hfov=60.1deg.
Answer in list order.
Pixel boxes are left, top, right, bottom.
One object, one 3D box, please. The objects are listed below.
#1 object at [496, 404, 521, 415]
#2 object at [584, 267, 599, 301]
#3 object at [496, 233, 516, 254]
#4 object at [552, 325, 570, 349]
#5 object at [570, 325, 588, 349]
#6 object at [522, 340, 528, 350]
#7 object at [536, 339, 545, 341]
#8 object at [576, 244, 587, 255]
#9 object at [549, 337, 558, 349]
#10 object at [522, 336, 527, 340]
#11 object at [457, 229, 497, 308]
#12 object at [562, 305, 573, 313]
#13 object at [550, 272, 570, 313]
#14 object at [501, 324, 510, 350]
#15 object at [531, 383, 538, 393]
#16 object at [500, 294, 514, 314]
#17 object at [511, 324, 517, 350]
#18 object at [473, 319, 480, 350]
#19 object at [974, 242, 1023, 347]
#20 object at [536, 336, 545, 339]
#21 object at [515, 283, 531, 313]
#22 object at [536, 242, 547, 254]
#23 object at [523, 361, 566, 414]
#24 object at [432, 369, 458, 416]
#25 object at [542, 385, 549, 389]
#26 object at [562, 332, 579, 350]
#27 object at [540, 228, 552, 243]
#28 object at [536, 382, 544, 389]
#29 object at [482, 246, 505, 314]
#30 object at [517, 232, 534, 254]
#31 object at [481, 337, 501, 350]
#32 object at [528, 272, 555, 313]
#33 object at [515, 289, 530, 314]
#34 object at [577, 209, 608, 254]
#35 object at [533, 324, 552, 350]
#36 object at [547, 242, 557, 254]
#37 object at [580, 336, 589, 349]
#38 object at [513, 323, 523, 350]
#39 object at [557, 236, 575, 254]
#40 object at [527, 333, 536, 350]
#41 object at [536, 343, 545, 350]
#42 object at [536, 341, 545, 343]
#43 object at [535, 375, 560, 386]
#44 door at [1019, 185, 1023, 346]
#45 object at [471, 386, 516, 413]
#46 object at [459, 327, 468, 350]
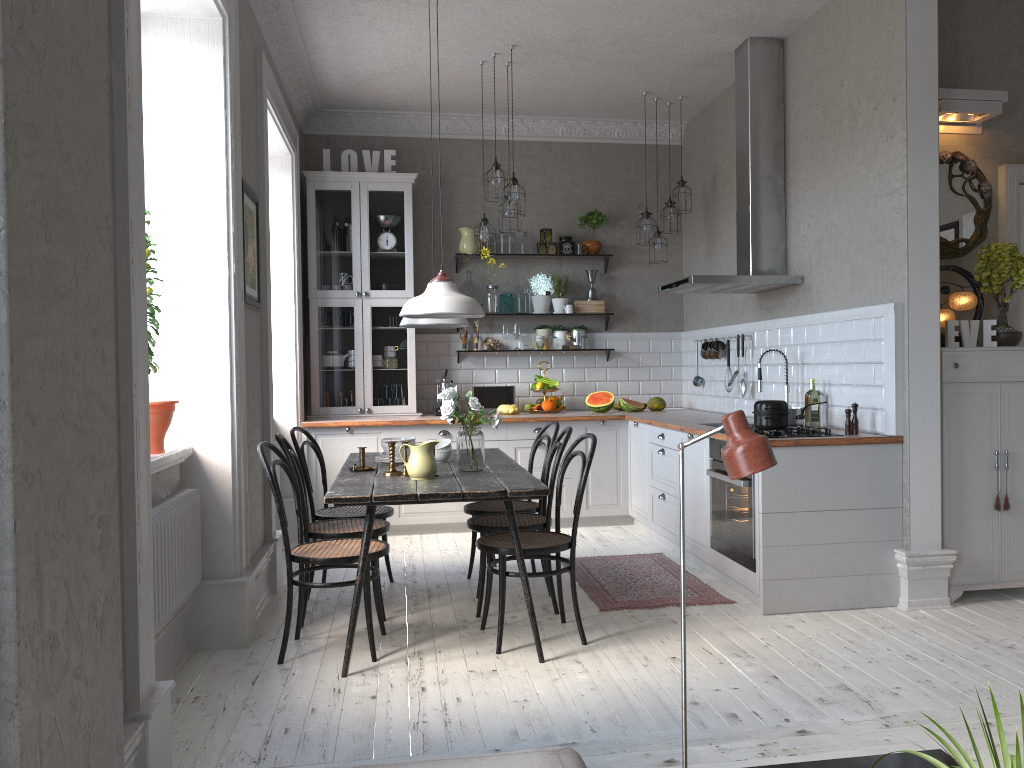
[{"bbox_3d":[-0.028,0.202,7.013,0.198,0.083,0.188,-1,1,-8],"label":"object"},{"bbox_3d":[0.675,-0.842,7.483,0.133,0.287,0.128,-1,1,-23],"label":"object"},{"bbox_3d":[-0.049,-1.151,7.335,0.169,0.184,0.175,0,1,31],"label":"object"},{"bbox_3d":[0.408,-0.394,7.485,0.171,0.214,0.149,0,1,21],"label":"object"},{"bbox_3d":[0.571,-0.396,7.520,0.160,0.213,0.151,-1,1,-11],"label":"object"},{"bbox_3d":[0.122,-0.326,7.421,0.077,0.083,0.078,-1,1,9],"label":"object"},{"bbox_3d":[0.235,-0.344,7.321,0.076,0.051,0.078,-1,1,10],"label":"object"},{"bbox_3d":[0.576,-1.118,7.381,0.094,0.096,0.074,-1,1,-8],"label":"object"},{"bbox_3d":[0.343,-0.341,7.394,0.078,0.108,0.077,-1,1,-15],"label":"object"},{"bbox_3d":[0.122,-0.359,7.421,0.077,0.083,0.078,-1,1,9],"label":"object"},{"bbox_3d":[-0.351,-0.910,7.236,0.341,0.674,0.331,-2,1,-40],"label":"object"},{"bbox_3d":[0.476,-0.621,7.364,0.104,0.071,0.063,0,1,21],"label":"object"},{"bbox_3d":[0.400,-0.774,7.413,0.166,0.380,0.188,0,1,42],"label":"object"},{"bbox_3d":[-0.054,-0.389,7.376,0.083,0.217,0.080,-1,1,-22],"label":"object"},{"bbox_3d":[0.201,0.030,7.222,0.097,0.078,0.099,-1,1,-21],"label":"object"},{"bbox_3d":[-0.046,-0.663,7.391,0.126,0.172,0.125,-1,1,-5],"label":"object"},{"bbox_3d":[0.033,-0.390,7.387,0.083,0.217,0.080,-1,1,-22],"label":"object"},{"bbox_3d":[-0.290,-0.405,7.321,0.052,0.264,0.062,0,1,28],"label":"object"},{"bbox_3d":[2.605,-0.471,4.682,0.292,0.553,0.346,0,1,26],"label":"object"},{"bbox_3d":[0.235,-0.370,7.320,0.078,0.051,0.076,-1,1,-23],"label":"object"},{"bbox_3d":[0.092,-0.712,7.475,0.132,0.264,0.131,-1,1,-3],"label":"object"},{"bbox_3d":[0.249,-1.121,7.379,0.083,0.113,0.082,-1,1,-8],"label":"object"},{"bbox_3d":[0.265,0.026,7.228,0.357,0.425,0.346,-1,1,-23],"label":"object"},{"bbox_3d":[-0.528,0.066,7.043,0.207,0.370,0.351,-1,1,-8],"label":"object"},{"bbox_3d":[0.265,0.037,7.172,0.064,0.061,0.066,-1,1,-9],"label":"object"},{"bbox_3d":[0.493,-0.360,7.411,0.121,0.147,0.098,-2,1,-41],"label":"object"},{"bbox_3d":[0.283,-1.234,7.370,0.084,0.113,0.081,-1,1,-28],"label":"object"},{"bbox_3d":[0.225,0.015,7.150,0.059,0.069,0.079,-1,1,11],"label":"object"},{"bbox_3d":[-0.171,-0.844,7.223,0.194,0.540,0.277,-1,1,-16],"label":"object"},{"bbox_3d":[0.116,-1.173,7.458,0.137,0.220,0.143,0,1,41],"label":"object"},{"bbox_3d":[-0.183,-0.332,7.315,0.180,0.111,0.094,-1,1,-31],"label":"object"},{"bbox_3d":[0.261,-0.761,7.442,0.243,0.354,0.236,-1,1,9],"label":"object"},{"bbox_3d":[0.088,-0.681,7.324,0.123,0.206,0.126,-1,1,14],"label":"object"},{"bbox_3d":[0.688,-1.271,7.450,0.258,0.397,0.244,-1,1,16],"label":"object"},{"bbox_3d":[0.254,-0.396,7.450,0.159,0.217,0.153,-1,1,-29],"label":"object"},{"bbox_3d":[0.337,-1.123,7.390,0.083,0.113,0.083,-1,1,2],"label":"object"},{"bbox_3d":[0.604,-0.346,7.412,0.078,0.108,0.077,-1,1,-15],"label":"object"},{"bbox_3d":[0.047,-0.389,7.299,0.083,0.217,0.080,-1,1,-22],"label":"object"},{"bbox_3d":[0.452,-1.156,7.459,0.143,0.174,0.141,-1,1,-8],"label":"object"},{"bbox_3d":[0.162,-0.353,7.352,0.080,0.139,0.077,-2,1,-36],"label":"object"},{"bbox_3d":[0.235,-0.310,7.321,0.078,0.051,0.076,-1,1,-16],"label":"object"},{"bbox_3d":[0.235,-0.327,7.321,0.078,0.051,0.076,-1,1,-16],"label":"object"},{"bbox_3d":[0.281,-0.030,7.203,0.211,0.101,0.067,-1,1,-3],"label":"object"},{"bbox_3d":[3.195,-0.024,5.002,0.757,2.183,0.079,-1,1,-10],"label":"door"},{"bbox_3d":[-0.151,0.130,7.195,0.354,0.226,0.087,-1,1,-9],"label":"object"},{"bbox_3d":[-0.397,-0.404,7.318,0.054,0.264,0.060,-2,1,-37],"label":"object"}]
